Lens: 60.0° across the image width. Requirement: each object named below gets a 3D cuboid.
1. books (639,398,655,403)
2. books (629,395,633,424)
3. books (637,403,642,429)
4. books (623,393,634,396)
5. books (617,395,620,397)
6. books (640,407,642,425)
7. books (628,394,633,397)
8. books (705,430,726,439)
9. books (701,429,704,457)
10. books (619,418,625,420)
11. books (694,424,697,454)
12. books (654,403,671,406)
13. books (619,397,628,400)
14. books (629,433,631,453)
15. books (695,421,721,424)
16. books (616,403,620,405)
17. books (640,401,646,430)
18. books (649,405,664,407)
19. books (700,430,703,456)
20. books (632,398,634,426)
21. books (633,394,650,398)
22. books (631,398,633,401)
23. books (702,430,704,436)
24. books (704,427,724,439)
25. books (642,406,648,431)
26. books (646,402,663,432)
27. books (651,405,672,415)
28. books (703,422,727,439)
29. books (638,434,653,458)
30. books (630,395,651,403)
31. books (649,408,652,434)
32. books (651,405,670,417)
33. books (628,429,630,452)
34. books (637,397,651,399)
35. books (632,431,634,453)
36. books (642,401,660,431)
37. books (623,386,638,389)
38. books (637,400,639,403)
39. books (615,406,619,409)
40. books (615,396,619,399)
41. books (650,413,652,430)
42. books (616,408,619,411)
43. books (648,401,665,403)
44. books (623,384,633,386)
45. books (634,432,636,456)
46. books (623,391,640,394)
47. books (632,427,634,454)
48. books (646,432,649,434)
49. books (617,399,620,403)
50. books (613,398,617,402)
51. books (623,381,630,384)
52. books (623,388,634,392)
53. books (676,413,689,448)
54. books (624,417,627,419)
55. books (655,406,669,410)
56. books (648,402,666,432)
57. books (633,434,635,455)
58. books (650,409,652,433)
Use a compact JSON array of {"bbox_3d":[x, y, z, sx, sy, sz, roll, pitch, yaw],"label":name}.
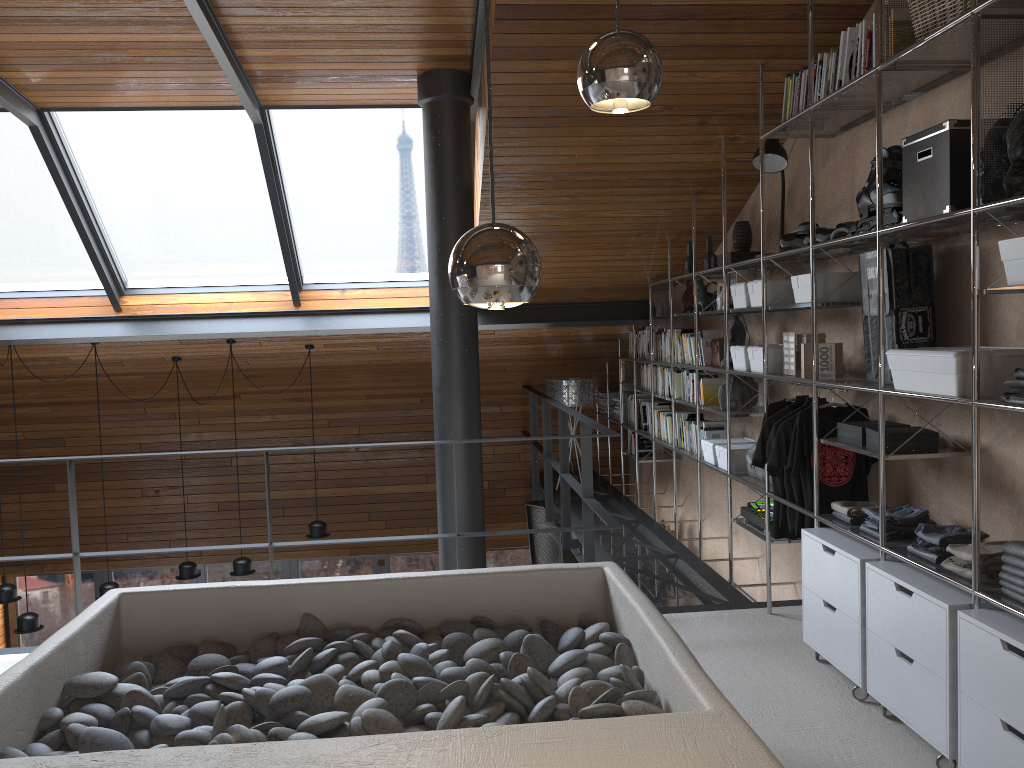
[{"bbox_3d":[1.115,0.244,7.301,0.131,0.247,0.018,-2,3,-5],"label":"books"},{"bbox_3d":[1.117,0.216,7.699,0.191,0.255,0.012,-2,3,-5],"label":"books"},{"bbox_3d":[1.096,0.261,7.283,0.137,0.215,0.014,-2,3,-5],"label":"books"},{"bbox_3d":[1.070,0.085,7.877,0.208,0.017,0.167,-2,3,-5],"label":"books"},{"bbox_3d":[1.087,0.106,8.165,0.206,0.012,0.161,-2,3,-5],"label":"books"},{"bbox_3d":[1.120,0.263,7.249,0.133,0.219,0.058,-2,3,-5],"label":"books"},{"bbox_3d":[1.120,0.213,7.752,0.207,0.255,0.010,-2,3,-5],"label":"books"},{"bbox_3d":[1.287,0.377,5.585,0.130,0.166,0.046,-2,3,-5],"label":"books"},{"bbox_3d":[1.282,0.373,5.640,0.146,0.171,0.054,-2,3,-5],"label":"books"},{"bbox_3d":[1.090,0.311,7.873,0.247,0.016,0.182,-2,3,-5],"label":"books"},{"bbox_3d":[1.264,0.356,5.772,0.148,0.189,0.053,-2,3,-5],"label":"books"},{"bbox_3d":[1.192,0.267,7.016,0.148,0.233,0.053,-2,3,-5],"label":"books"},{"bbox_3d":[1.080,0.125,7.876,0.254,0.012,0.158,-1,3,7],"label":"books"},{"bbox_3d":[1.079,0.508,7.692,0.119,0.172,0.014,-2,3,-5],"label":"books"},{"bbox_3d":[1.301,0.345,5.786,0.207,0.205,0.053,-2,3,-5],"label":"books"},{"bbox_3d":[1.086,0.179,8.170,0.206,0.012,0.161,-3,4,-15],"label":"books"},{"bbox_3d":[1.121,0.256,7.218,0.143,0.235,0.055,-2,3,-5],"label":"books"},{"bbox_3d":[1.162,0.278,6.961,0.164,0.217,0.048,-2,3,-5],"label":"books"},{"bbox_3d":[1.269,0.374,5.653,0.130,0.167,0.046,-2,3,-5],"label":"books"},{"bbox_3d":[1.098,0.237,7.534,0.148,0.234,0.013,-2,3,-5],"label":"books"},{"bbox_3d":[1.108,0.217,7.577,0.143,0.268,0.020,-2,3,-5],"label":"books"},{"bbox_3d":[1.104,0.232,7.645,0.160,0.231,0.021,-2,3,-5],"label":"books"},{"bbox_3d":[1.288,0.371,5.627,0.148,0.175,0.046,-2,3,-5],"label":"books"},{"bbox_3d":[1.282,0.367,5.595,0.129,0.186,0.050,-2,3,-5],"label":"books"},{"bbox_3d":[1.127,0.275,7.142,0.148,0.206,0.053,-2,3,-5],"label":"books"},{"bbox_3d":[1.153,0.263,7.097,0.148,0.233,0.053,-2,3,-5],"label":"books"},{"bbox_3d":[1.163,0.281,6.873,0.161,0.222,0.055,-2,3,-5],"label":"books"},{"bbox_3d":[1.288,0.351,5.612,0.143,0.217,0.066,-2,3,-5],"label":"books"},{"bbox_3d":[1.113,0.515,7.398,0.138,0.191,0.049,-2,3,-5],"label":"books"},{"bbox_3d":[1.123,0.219,7.688,0.192,0.251,0.012,-2,3,-5],"label":"books"},{"bbox_3d":[1.136,0.290,6.929,0.127,0.200,0.046,-2,3,-5],"label":"books"},{"bbox_3d":[1.173,0.277,6.905,0.177,0.217,0.046,-2,3,-5],"label":"books"},{"bbox_3d":[1.074,0.492,7.715,0.127,0.201,0.011,-2,3,-5],"label":"books"},{"bbox_3d":[1.117,0.237,7.487,0.146,0.240,0.023,-2,3,-5],"label":"books"},{"bbox_3d":[1.082,0.502,7.568,0.111,0.198,0.008,-2,3,-5],"label":"books"},{"bbox_3d":[1.126,0.260,7.158,0.148,0.233,0.053,-2,3,-5],"label":"books"},{"bbox_3d":[1.080,0.022,7.878,0.216,0.021,0.174,-2,3,-5],"label":"books"},{"bbox_3d":[1.107,0.249,7.351,0.129,0.231,0.010,-2,3,-5],"label":"books"},{"bbox_3d":[1.086,0.212,8.149,0.234,0.016,0.182,-3,4,-15],"label":"books"},{"bbox_3d":[1.072,0.119,8.169,0.231,0.012,0.159,-2,3,0],"label":"books"},{"bbox_3d":[1.142,0.305,6.904,0.119,0.171,0.044,-2,3,-5],"label":"books"},{"bbox_3d":[1.088,0.228,8.151,0.234,0.016,0.182,-2,3,0],"label":"books"},{"bbox_3d":[1.168,0.260,7.129,0.143,0.236,0.062,-2,3,-5],"label":"books"},{"bbox_3d":[1.081,0.004,7.877,0.228,0.016,0.182,-2,3,-5],"label":"books"},{"bbox_3d":[1.113,0.495,7.519,0.155,0.215,0.055,-2,3,-5],"label":"books"},{"bbox_3d":[1.080,0.069,7.863,0.228,0.016,0.182,-2,3,-5],"label":"books"},{"bbox_3d":[1.087,0.485,7.582,0.122,0.230,0.017,-2,3,-5],"label":"books"},{"bbox_3d":[1.113,0.502,7.414,0.137,0.216,0.049,-2,3,-5],"label":"books"},{"bbox_3d":[1.083,0.145,7.867,0.288,0.025,0.175,-2,3,1],"label":"books"},{"bbox_3d":[1.077,0.139,8.160,0.268,0.025,0.176,-2,3,-5],"label":"books"},{"bbox_3d":[1.085,-0.013,7.887,0.228,0.016,0.182,-2,3,-5],"label":"books"},{"bbox_3d":[1.102,0.046,7.865,0.234,0.028,0.180,-2,3,-5],"label":"books"},{"bbox_3d":[1.207,0.317,6.091,0.148,0.233,0.053,-2,3,-5],"label":"books"},{"bbox_3d":[1.091,0.292,7.877,0.239,0.021,0.174,-2,3,1],"label":"books"},{"bbox_3d":[1.149,0.282,6.798,0.122,0.230,0.057,-2,3,-5],"label":"books"},{"bbox_3d":[1.158,0.266,7.049,0.148,0.233,0.053,-2,3,-5],"label":"books"},{"bbox_3d":[1.086,0.513,7.561,0.112,0.177,0.009,-2,3,-5],"label":"books"},{"bbox_3d":[1.145,0.290,6.919,0.127,0.200,0.046,-2,3,-5],"label":"books"}]
